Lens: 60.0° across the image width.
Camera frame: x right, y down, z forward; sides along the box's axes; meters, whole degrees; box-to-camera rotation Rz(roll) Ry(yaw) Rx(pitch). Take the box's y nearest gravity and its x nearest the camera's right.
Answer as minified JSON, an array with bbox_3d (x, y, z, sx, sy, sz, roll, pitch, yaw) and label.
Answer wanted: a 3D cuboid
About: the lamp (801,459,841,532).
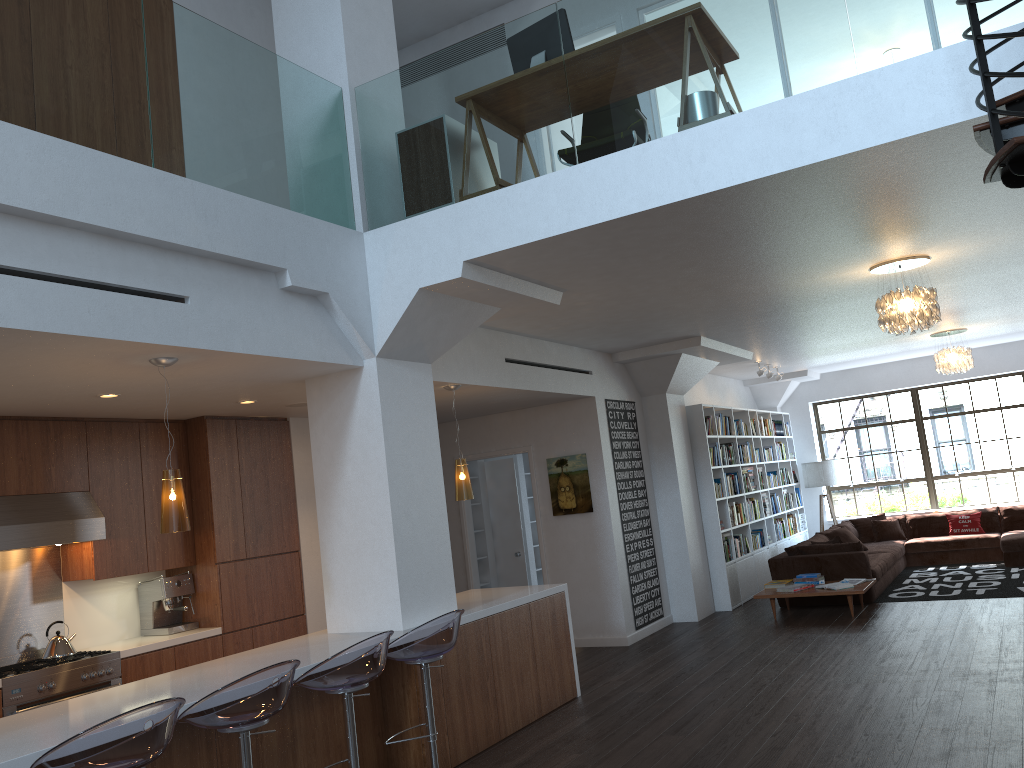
[{"bbox_3d":[5.005,2.019,14.103,0.545,1.579,0.545,-9,-8,18],"label":"lamp"}]

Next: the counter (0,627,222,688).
[{"bbox_3d":[-3.574,1.820,5.032,0.600,0.050,4.387,-11,-8,29],"label":"counter"}]

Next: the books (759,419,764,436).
[{"bbox_3d":[3.563,0.650,12.927,0.171,0.246,0.057,-11,-8,29],"label":"books"}]

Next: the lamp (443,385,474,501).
[{"bbox_3d":[-0.419,0.460,6.961,0.149,0.900,0.149,-5,-8,-16],"label":"lamp"}]

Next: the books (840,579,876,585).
[{"bbox_3d":[3.634,2.078,9.385,0.350,0.035,0.256,-2,-9,-35],"label":"books"}]

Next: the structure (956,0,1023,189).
[{"bbox_3d":[2.456,-0.598,2.437,1.998,4.352,1.998,-6,-7,-10],"label":"structure"}]

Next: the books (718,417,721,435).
[{"bbox_3d":[2.524,0.542,11.114,0.174,0.242,0.105,-11,-8,29],"label":"books"}]

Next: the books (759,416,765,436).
[{"bbox_3d":[3.599,0.633,13.003,0.176,0.290,0.053,-11,-8,29],"label":"books"}]

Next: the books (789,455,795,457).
[{"bbox_3d":[4.342,1.167,14.178,0.197,0.033,0.284,1,-10,-45],"label":"books"}]

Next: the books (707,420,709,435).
[{"bbox_3d":[2.285,0.534,10.710,0.167,0.210,0.162,-11,-8,29],"label":"books"}]

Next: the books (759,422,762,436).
[{"bbox_3d":[3.531,0.662,12.840,0.144,0.207,0.048,-11,-8,29],"label":"books"}]

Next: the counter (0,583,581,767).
[{"bbox_3d":[-1.079,1.710,3.313,3.039,0.860,8.182,-7,-7,0],"label":"counter"}]

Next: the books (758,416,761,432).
[{"bbox_3d":[3.508,0.614,12.803,0.140,0.298,0.044,-11,-8,29],"label":"books"}]

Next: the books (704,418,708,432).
[{"bbox_3d":[2.247,0.525,10.628,0.182,0.215,0.188,-11,-8,29],"label":"books"}]

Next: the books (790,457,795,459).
[{"bbox_3d":[4.346,1.201,14.174,0.197,0.035,0.284,-2,-9,-30],"label":"books"}]

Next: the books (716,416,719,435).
[{"bbox_3d":[2.494,0.536,11.070,0.170,0.251,0.118,-11,-8,29],"label":"books"}]

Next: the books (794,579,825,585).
[{"bbox_3d":[3.250,2.162,9.680,0.312,0.037,0.216,-9,-8,19],"label":"books"}]

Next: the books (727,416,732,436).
[{"bbox_3d":[2.746,0.559,11.498,0.182,0.255,0.077,-11,-8,29],"label":"books"}]

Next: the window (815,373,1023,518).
[{"bbox_3d":[7.180,0.899,13.619,4.648,1.905,0.114,-11,-8,29],"label":"window"}]

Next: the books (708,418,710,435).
[{"bbox_3d":[2.324,0.531,10.763,0.161,0.218,0.101,-11,-8,29],"label":"books"}]

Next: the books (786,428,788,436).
[{"bbox_3d":[4.346,0.760,14.233,0.128,0.178,0.021,-11,-8,29],"label":"books"}]

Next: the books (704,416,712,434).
[{"bbox_3d":[2.349,0.520,10.824,0.159,0.248,0.089,-11,-8,29],"label":"books"}]

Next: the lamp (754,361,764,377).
[{"bbox_3d":[3.331,-0.201,11.914,0.120,0.211,0.111,-3,-8,-26],"label":"lamp"}]

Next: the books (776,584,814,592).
[{"bbox_3d":[2.989,2.154,9.367,0.340,0.035,0.236,-2,-9,-35],"label":"books"}]

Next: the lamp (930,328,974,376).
[{"bbox_3d":[5.536,-0.389,11.149,0.442,0.539,0.441,-4,-8,-18],"label":"lamp"}]

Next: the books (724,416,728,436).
[{"bbox_3d":[2.656,0.550,11.331,0.182,0.253,0.098,-11,-8,29],"label":"books"}]

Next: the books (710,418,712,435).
[{"bbox_3d":[2.343,0.530,10.792,0.161,0.222,0.084,-11,-8,29],"label":"books"}]

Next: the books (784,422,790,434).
[{"bbox_3d":[4.417,0.743,14.375,0.140,0.231,0.042,-11,-8,29],"label":"books"}]

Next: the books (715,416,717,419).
[{"bbox_3d":[2.471,0.536,11.033,0.159,0.248,0.089,-11,-8,29],"label":"books"}]

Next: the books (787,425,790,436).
[{"bbox_3d":[4.403,0.760,14.335,0.139,0.191,0.036,-11,-8,29],"label":"books"}]

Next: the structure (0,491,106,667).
[{"bbox_3d":[-3.220,1.303,5.912,0.529,1.110,0.811,-11,-8,29],"label":"structure"}]

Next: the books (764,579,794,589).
[{"bbox_3d":[2.947,2.208,9.784,0.241,0.045,0.334,-11,-9,31],"label":"books"}]

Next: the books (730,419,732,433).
[{"bbox_3d":[2.774,0.574,11.561,0.167,0.233,0.077,-11,-8,29],"label":"books"}]

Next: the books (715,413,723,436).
[{"bbox_3d":[2.560,0.523,11.196,0.176,0.293,0.125,-11,-8,29],"label":"books"}]

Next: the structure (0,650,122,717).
[{"bbox_3d":[-3.045,2.280,5.751,0.662,0.919,0.811,-11,-8,29],"label":"structure"}]

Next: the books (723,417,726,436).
[{"bbox_3d":[2.638,0.550,11.304,0.159,0.248,0.089,-11,-8,29],"label":"books"}]

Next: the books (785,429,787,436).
[{"bbox_3d":[4.316,0.759,14.191,0.128,0.178,0.022,-11,-8,29],"label":"books"}]

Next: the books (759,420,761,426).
[{"bbox_3d":[3.537,0.651,12.888,0.159,0.241,0.038,-11,-8,29],"label":"books"}]

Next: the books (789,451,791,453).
[{"bbox_3d":[4.333,1.107,14.185,0.144,0.025,0.204,-2,-9,-30],"label":"books"}]

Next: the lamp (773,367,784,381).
[{"bbox_3d":[3.844,-0.147,12.799,0.120,0.211,0.111,-7,-7,4],"label":"lamp"}]

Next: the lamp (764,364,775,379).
[{"bbox_3d":[3.585,-0.174,12.351,0.120,0.211,0.111,-5,-7,-11],"label":"lamp"}]

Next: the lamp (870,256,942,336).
[{"bbox_3d":[3.006,-0.655,6.774,0.442,0.539,0.441,-4,-8,-18],"label":"lamp"}]

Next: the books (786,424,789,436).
[{"bbox_3d":[4.380,0.756,14.301,0.136,0.196,0.045,-11,-8,29],"label":"books"}]

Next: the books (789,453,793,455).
[{"bbox_3d":[4.338,1.134,14.177,0.174,0.032,0.254,-3,-8,-25],"label":"books"}]

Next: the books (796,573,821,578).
[{"bbox_3d":[3.243,2.096,9.690,0.224,0.027,0.157,-12,-9,34],"label":"books"}]

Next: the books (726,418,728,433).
[{"bbox_3d":[2.670,0.552,11.378,0.182,0.255,0.077,-11,-8,29],"label":"books"}]

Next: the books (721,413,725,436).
[{"bbox_3d":[2.588,0.528,11.252,0.197,0.290,0.136,-11,-8,29],"label":"books"}]

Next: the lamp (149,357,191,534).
[{"bbox_3d":[-0.580,-0.216,5.151,2.842,1.807,0.149,-4,-8,-21],"label":"lamp"}]

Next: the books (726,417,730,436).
[{"bbox_3d":[2.697,0.559,11.408,0.174,0.243,0.085,-11,-8,29],"label":"books"}]

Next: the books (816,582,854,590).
[{"bbox_3d":[3.329,2.085,9.163,0.231,0.040,0.342,-4,-8,-20],"label":"books"}]

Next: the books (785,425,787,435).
[{"bbox_3d":[4.327,0.757,14.214,0.134,0.184,0.030,-11,-8,29],"label":"books"}]

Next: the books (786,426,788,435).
[{"bbox_3d":[4.359,0.761,14.251,0.128,0.178,0.022,-11,-8,29],"label":"books"}]

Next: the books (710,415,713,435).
[{"bbox_3d":[2.372,0.520,10.861,0.170,0.251,0.118,-11,-8,29],"label":"books"}]

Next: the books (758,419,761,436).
[{"bbox_3d":[3.470,0.639,12.765,0.189,0.247,0.057,-11,-8,29],"label":"books"}]

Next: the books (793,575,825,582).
[{"bbox_3d":[3.244,2.128,9.690,0.279,0.035,0.191,-13,-9,39],"label":"books"}]

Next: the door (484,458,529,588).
[{"bbox_3d":[-0.213,1.939,10.537,0.826,2.032,0.174,-11,-8,29],"label":"door"}]
